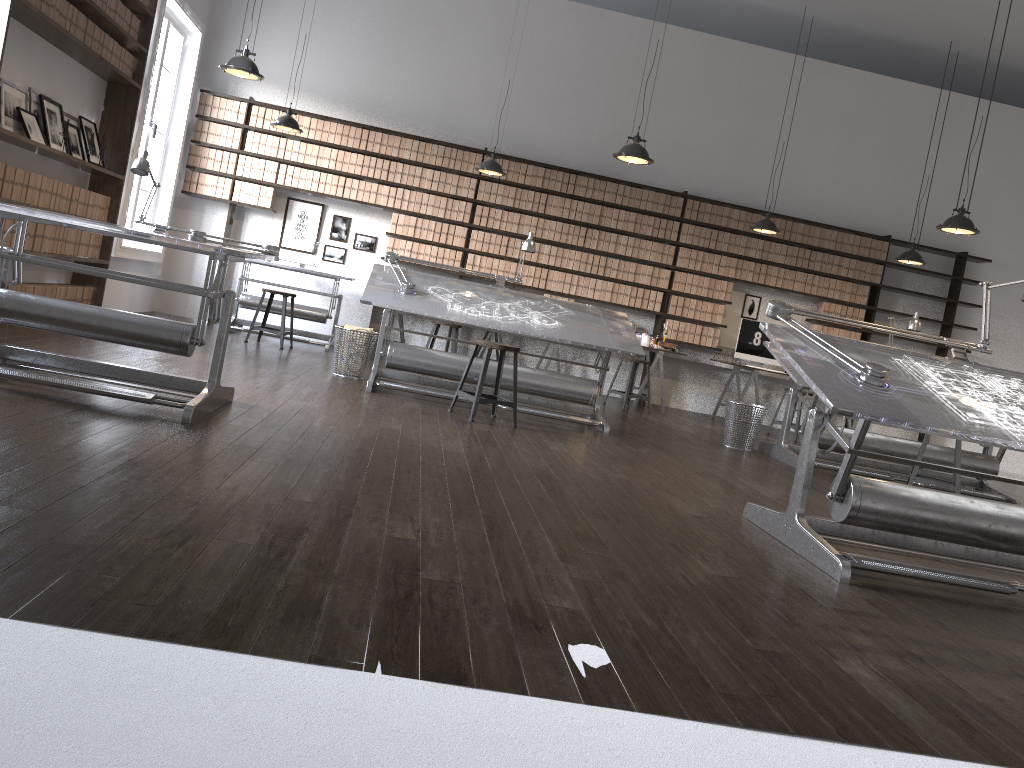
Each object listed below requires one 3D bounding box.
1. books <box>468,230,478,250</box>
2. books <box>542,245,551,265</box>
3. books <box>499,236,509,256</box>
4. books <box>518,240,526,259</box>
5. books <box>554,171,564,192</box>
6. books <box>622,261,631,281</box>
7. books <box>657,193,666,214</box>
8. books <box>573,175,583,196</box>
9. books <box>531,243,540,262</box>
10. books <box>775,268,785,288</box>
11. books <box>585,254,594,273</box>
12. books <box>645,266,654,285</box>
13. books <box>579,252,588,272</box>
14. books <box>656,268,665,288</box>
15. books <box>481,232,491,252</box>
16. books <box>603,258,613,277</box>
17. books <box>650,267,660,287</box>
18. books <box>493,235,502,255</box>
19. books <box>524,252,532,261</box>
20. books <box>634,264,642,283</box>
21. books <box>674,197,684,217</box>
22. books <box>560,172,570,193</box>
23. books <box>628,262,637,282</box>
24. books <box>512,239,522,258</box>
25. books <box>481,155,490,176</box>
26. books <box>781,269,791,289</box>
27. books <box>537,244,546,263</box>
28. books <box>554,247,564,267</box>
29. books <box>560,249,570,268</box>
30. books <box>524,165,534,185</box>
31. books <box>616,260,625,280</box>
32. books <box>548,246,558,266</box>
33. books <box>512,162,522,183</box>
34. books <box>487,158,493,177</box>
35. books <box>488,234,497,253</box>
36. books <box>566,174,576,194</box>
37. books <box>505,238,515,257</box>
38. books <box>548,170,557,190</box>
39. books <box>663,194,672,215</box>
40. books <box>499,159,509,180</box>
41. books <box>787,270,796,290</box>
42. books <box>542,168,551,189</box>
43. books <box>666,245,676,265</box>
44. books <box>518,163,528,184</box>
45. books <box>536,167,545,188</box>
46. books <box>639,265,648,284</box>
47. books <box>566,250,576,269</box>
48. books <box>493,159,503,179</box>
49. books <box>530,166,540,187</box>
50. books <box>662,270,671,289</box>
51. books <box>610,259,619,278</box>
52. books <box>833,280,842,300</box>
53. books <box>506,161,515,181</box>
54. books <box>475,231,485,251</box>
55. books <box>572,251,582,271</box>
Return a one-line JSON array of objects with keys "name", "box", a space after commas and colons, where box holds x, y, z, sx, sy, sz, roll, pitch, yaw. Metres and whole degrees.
[{"name": "books", "box": [-0.434, -1.598, 9.877, 0.066, 0.225, 0.175, 11, 3, -7]}, {"name": "books", "box": [0.378, -1.446, 9.968, 0.066, 0.225, 0.175, 11, 3, -7]}, {"name": "books", "box": [-0.095, -1.534, 9.913, 0.067, 0.225, 0.175, 11, 3, -7]}, {"name": "books", "box": [0.116, -1.495, 9.941, 0.066, 0.225, 0.175, 11, 3, -7]}, {"name": "books", "box": [0.514, -2.263, 9.942, 0.066, 0.225, 0.175, 11, 3, -7]}, {"name": "books", "box": [1.284, -1.276, 10.072, 0.066, 0.225, 0.175, 11, 3, -7]}, {"name": "books", "box": [1.678, -2.044, 10.070, 0.067, 0.225, 0.175, 11, 3, -7]}, {"name": "books", "box": [0.729, -2.223, 9.970, 0.066, 0.225, 0.175, 11, 3, -7]}, {"name": "books", "box": [0.252, -1.469, 9.951, 0.067, 0.225, 0.175, 11, 3, -7]}, {"name": "books", "box": [3.073, -1.228, 10.255, 0.066, 0.225, 0.175, 11, 3, -7]}, {"name": "books", "box": [0.857, -1.356, 10.022, 0.066, 0.225, 0.175, 11, 3, -7]}, {"name": "books", "box": [1.542, -1.227, 10.096, 0.067, 0.225, 0.175, 11, 3, -7]}, {"name": "books", "box": [0.796, -1.367, 10.011, 0.067, 0.225, 0.175, 11, 3, -7]}, {"name": "books", "box": [1.678, -1.202, 10.117, 0.066, 0.225, 0.175, 11, 3, -7]}, {"name": "books", "box": [-0.293, -1.571, 9.889, 0.067, 0.225, 0.175, 11, 3, -7]}, {"name": "books", "box": [1.076, -1.315, 10.049, 0.066, 0.225, 0.175, 11, 3, -7]}, {"name": "books", "box": [1.610, -1.215, 10.107, 0.066, 0.225, 0.175, 11, 3, -7]}, {"name": "books", "box": [-0.168, -1.548, 9.910, 0.066, 0.225, 0.175, 11, 3, -7]}, {"name": "books", "box": [0.186, -1.482, 9.949, 0.066, 0.225, 0.175, 11, 3, -7]}, {"name": "books", "box": [1.415, -1.251, 10.085, 0.066, 0.225, 0.175, 11, 3, -7]}, {"name": "books", "box": [1.882, -2.006, 10.094, 0.066, 0.225, 0.175, 11, 3, -7]}, {"name": "books", "box": [0.583, -2.250, 9.954, 0.066, 0.225, 0.175, 11, 3, -7]}, {"name": "books", "box": [1.350, -1.263, 10.073, 0.067, 0.225, 0.175, 11, 3, -7]}, {"name": "books", "box": [0.048, -1.508, 9.930, 0.066, 0.225, 0.175, 11, 3, -7]}, {"name": "books", "box": [-0.295, -2.415, 9.854, 0.066, 0.225, 0.175, 11, 3, -7]}, {"name": "books", "box": [3.141, -1.216, 10.266, 0.066, 0.225, 0.175, 11, 3, -7]}, {"name": "books", "box": [0.317, -1.457, 9.963, 0.066, 0.225, 0.175, 11, 3, -7]}, {"name": "books", "box": [0.517, -1.420, 9.985, 0.066, 0.225, 0.175, 11, 3, -7]}, {"name": "books", "box": [0.585, -1.407, 9.995, 0.066, 0.225, 0.175, 11, 3, -7]}, {"name": "books", "box": [0.183, -2.325, 9.906, 0.066, 0.225, 0.175, 11, 3, -7]}, {"name": "books", "box": [1.215, -1.289, 10.064, 0.066, 0.225, 0.175, 11, 3, -7]}, {"name": "books", "box": [0.449, -1.432, 9.974, 0.067, 0.225, 0.175, 11, 3, -7]}, {"name": "books", "box": [0.044, -2.351, 9.893, 0.066, 0.225, 0.175, 11, 3, -7]}, {"name": "books", "box": [-0.233, -2.402, 9.856, 0.067, 0.225, 0.175, 11, 3, -7]}, {"name": "books", "box": [-0.231, -1.560, 9.901, 0.066, 0.225, 0.175, 11, 3, -7]}, {"name": "books", "box": [0.657, -2.236, 9.957, 0.067, 0.225, 0.175, 11, 3, -7]}, {"name": "books", "box": [-0.022, -1.521, 9.927, 0.066, 0.225, 0.175, 11, 3, -7]}, {"name": "books", "box": [0.445, -2.276, 9.938, 0.066, 0.225, 0.175, 11, 3, -7]}, {"name": "books", "box": [1.743, -2.032, 10.083, 0.066, 0.225, 0.175, 11, 3, -7]}, {"name": "books", "box": [-0.092, -2.376, 9.876, 0.066, 0.225, 0.175, 11, 3, -7]}, {"name": "books", "box": [3.209, -1.203, 10.272, 0.066, 0.225, 0.175, 11, 3, -7]}, {"name": "books", "box": [0.375, -2.289, 9.930, 0.066, 0.225, 0.175, 11, 3, -7]}, {"name": "books", "box": [1.792, -1.462, 10.114, 0.066, 0.225, 0.175, 11, 3, -7]}, {"name": "books", "box": [0.113, -2.338, 9.896, 0.067, 0.225, 0.175, 11, 3, -7]}, {"name": "books", "box": [0.310, -2.301, 9.917, 0.067, 0.225, 0.175, 11, 3, -7]}, {"name": "books", "box": [1.477, -1.240, 10.090, 0.066, 0.225, 0.175, 11, 3, -7]}, {"name": "books", "box": [0.654, -1.394, 9.998, 0.066, 0.225, 0.175, 11, 3, -7]}, {"name": "books", "box": [-0.163, -2.389, 9.864, 0.066, 0.225, 0.175, 11, 3, -7]}, {"name": "books", "box": [0.244, -2.313, 9.915, 0.066, 0.225, 0.175, 11, 3, -7]}, {"name": "books", "box": [1.742, -1.190, 10.117, 0.067, 0.225, 0.175, 11, 3, -7]}, {"name": "books", "box": [1.146, -1.302, 10.052, 0.066, 0.225, 0.175, 11, 3, -7]}, {"name": "books", "box": [3.761, -1.099, 10.331, 0.066, 0.225, 0.175, 11, 3, -7]}, {"name": "books", "box": [-0.025, -2.364, 9.887, 0.066, 0.225, 0.175, 11, 3, -7]}, {"name": "books", "box": [-0.363, -1.585, 9.882, 0.066, 0.225, 0.175, 11, 3, -7]}, {"name": "books", "box": [0.725, -1.380, 10.003, 0.066, 0.225, 0.175, 11, 3, -7]}]
